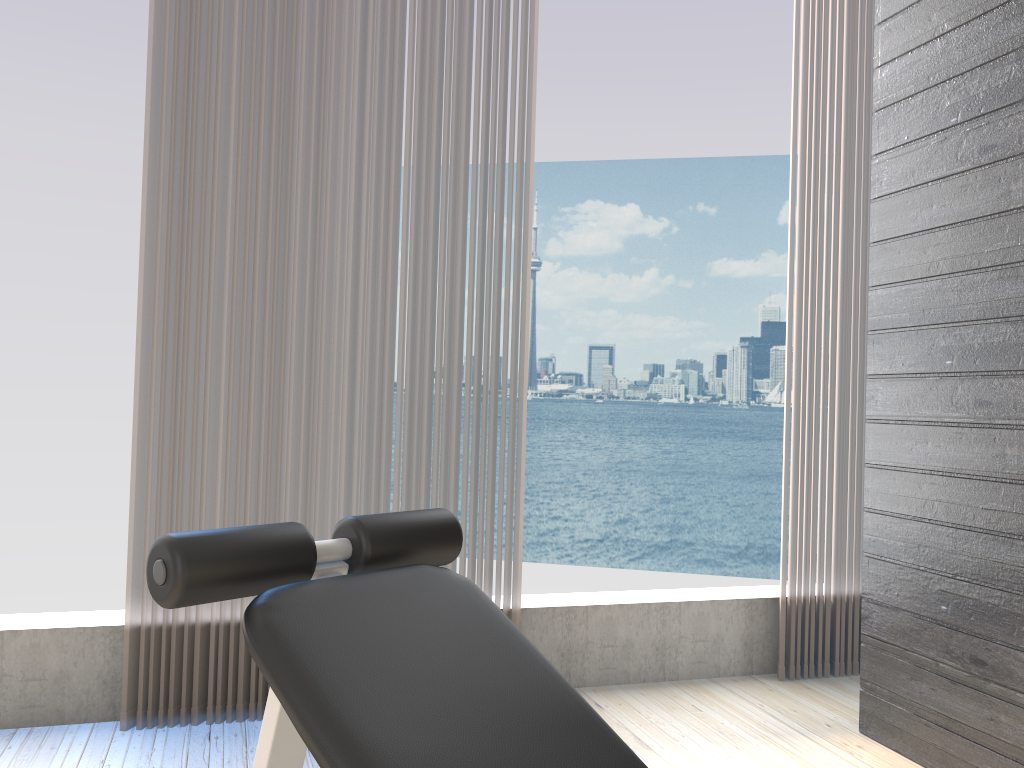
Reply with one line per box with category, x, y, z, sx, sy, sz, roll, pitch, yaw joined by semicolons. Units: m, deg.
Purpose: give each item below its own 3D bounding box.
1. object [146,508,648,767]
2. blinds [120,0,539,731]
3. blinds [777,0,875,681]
object;0.070;0.549;0.841;1.312;0.746;0.505;1;-2;42
blinds;-0.470;-0.428;2.582;1.133;2.744;0.069;2;-1;-17
blinds;1.468;-0.356;3.193;1.133;2.744;0.069;2;-1;-17
